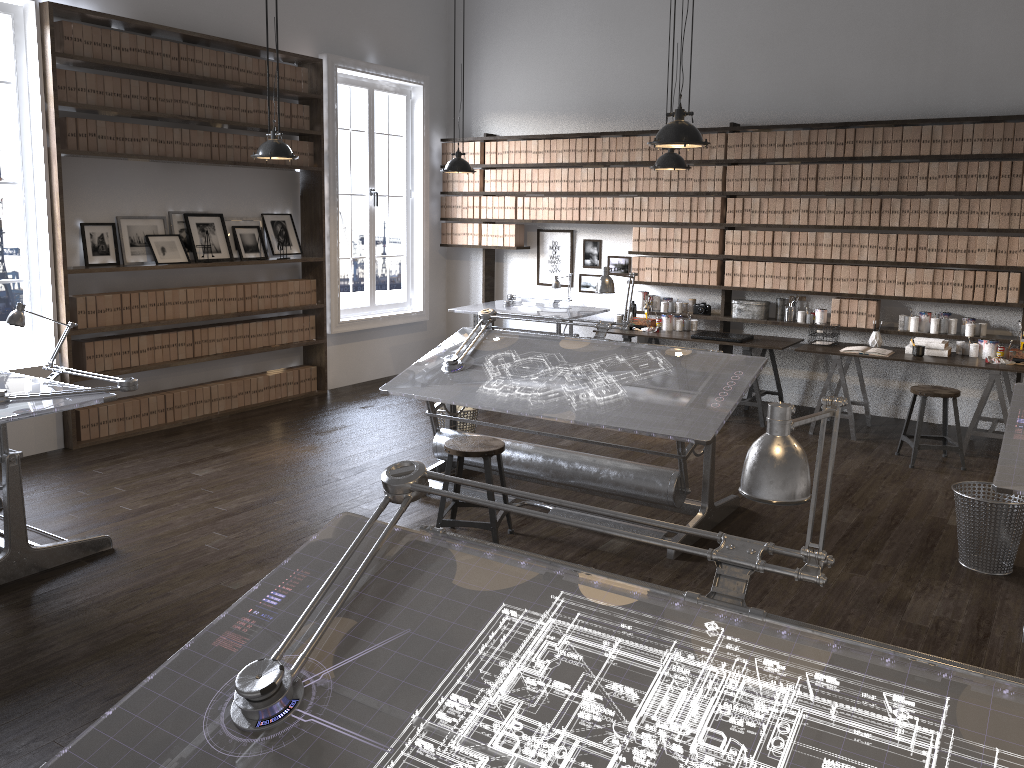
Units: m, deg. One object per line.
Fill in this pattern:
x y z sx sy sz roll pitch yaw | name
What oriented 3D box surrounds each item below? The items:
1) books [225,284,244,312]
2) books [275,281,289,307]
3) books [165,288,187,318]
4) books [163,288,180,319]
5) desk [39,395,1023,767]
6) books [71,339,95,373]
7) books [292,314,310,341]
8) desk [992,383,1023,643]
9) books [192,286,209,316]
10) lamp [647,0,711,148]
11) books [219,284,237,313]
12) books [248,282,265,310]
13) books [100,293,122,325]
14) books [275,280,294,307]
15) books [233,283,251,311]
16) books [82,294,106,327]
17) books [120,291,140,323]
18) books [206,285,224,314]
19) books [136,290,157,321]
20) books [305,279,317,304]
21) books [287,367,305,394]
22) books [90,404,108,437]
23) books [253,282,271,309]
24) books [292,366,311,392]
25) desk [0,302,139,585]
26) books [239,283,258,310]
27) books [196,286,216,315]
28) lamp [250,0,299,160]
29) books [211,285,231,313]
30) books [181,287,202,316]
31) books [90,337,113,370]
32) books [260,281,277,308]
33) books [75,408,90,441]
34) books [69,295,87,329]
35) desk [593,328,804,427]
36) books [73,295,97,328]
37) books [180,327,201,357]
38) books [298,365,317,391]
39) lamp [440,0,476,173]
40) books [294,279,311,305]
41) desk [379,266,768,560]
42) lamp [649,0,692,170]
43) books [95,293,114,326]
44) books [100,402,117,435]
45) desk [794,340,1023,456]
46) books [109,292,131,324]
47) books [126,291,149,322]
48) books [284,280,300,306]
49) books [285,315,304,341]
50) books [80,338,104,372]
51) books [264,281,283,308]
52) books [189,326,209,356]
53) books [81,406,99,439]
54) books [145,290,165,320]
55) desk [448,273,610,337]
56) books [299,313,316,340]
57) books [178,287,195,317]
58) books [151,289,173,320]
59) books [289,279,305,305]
-2.334 -0.722 7.427 0.175 0.224 0.067 7 10 32 | books
-2.063 -0.797 7.839 0.175 0.224 0.067 7 10 33 | books
-2.640 -0.635 6.955 0.175 0.224 0.067 7 10 32 | books
-2.675 -0.626 6.903 0.175 0.224 0.067 7 10 32 | books
0.247 0.715 1.482 2.074 1.376 1.082 7 11 32 | desk
-3.072 -0.198 6.340 0.175 0.224 0.067 7 10 33 | books
-1.936 -0.518 8.088 0.175 0.224 0.067 7 10 32 | books
3.082 0.381 3.429 2.074 1.376 1.082 7 11 32 | desk
-2.527 -0.668 7.133 0.175 0.224 0.067 7 10 32 | books
0.837 -2.280 4.213 0.313 2.236 0.312 -5 10 -36 | lamp
-2.374 -0.710 7.363 0.175 0.224 0.067 7 10 33 | books
-2.211 -0.755 7.608 0.175 0.224 0.067 7 10 32 | books
-2.947 -0.550 6.491 0.175 0.224 0.067 7 10 33 | books
-2.027 -0.807 7.891 0.175 0.224 0.067 7 10 33 | books
-2.289 -0.733 7.486 0.175 0.224 0.067 7 10 33 | books
-3.011 -0.530 6.380 0.175 0.224 0.067 7 10 33 | books
-2.865 -0.573 6.615 0.175 0.224 0.067 7 10 33 | books
-2.444 -0.689 7.248 0.175 0.224 0.067 7 10 33 | books
-2.788 -0.595 6.733 0.175 0.224 0.067 7 10 32 | books
-1.877 -0.848 8.115 0.175 0.224 0.067 7 10 33 | books
-1.976 -0.033 8.095 0.175 0.224 0.067 7 10 33 | books
-3.037 0.264 6.474 0.175 0.224 0.067 7 10 33 | books
-2.176 -0.766 7.669 0.175 0.224 0.067 7 10 33 | books
-1.940 -0.045 8.160 0.175 0.224 0.067 7 10 32 | books
-2.600 0.221 4.338 1.272 1.180 1.177 7 11 32 | desk
-2.253 -0.745 7.551 0.175 0.224 0.067 7 10 32 | books
-2.486 -0.678 7.189 0.175 0.224 0.067 7 10 33 | books
-1.566 -2.612 5.751 0.311 2.236 0.315 3 8 12 | lamp
-2.404 -0.700 7.308 0.175 0.224 0.067 7 10 32 | books
-2.564 -0.657 7.074 0.175 0.224 0.067 7 10 32 | books
-2.996 -0.220 6.462 0.175 0.224 0.067 7 10 32 | books
-2.137 -0.777 7.728 0.175 0.224 0.067 7 10 33 | books
-3.118 0.284 6.361 0.175 0.224 0.067 7 10 32 | books
-3.093 -0.508 6.262 0.175 0.224 0.067 7 10 32 | books
1.589 -0.099 7.706 1.673 0.664 0.659 8 12 32 | desk
-3.050 -0.519 6.320 0.175 0.224 0.067 7 10 32 | books
-2.577 -0.337 7.099 0.175 0.224 0.067 7 10 33 | books
-1.897 -0.056 8.222 0.175 0.224 0.067 7 10 33 | books
-0.445 -2.925 7.458 0.311 2.236 0.315 3 8 12 | lamp
-1.918 -0.839 8.065 0.175 0.224 0.067 7 10 33 | books
0.269 -0.008 5.229 2.286 1.376 1.082 7 11 32 | desk
1.191 -2.700 6.415 0.311 2.236 0.315 3 8 12 | lamp
-2.980 -0.540 6.435 0.175 0.224 0.067 7 10 32 | books
-2.999 0.253 6.535 0.175 0.224 0.067 7 10 32 | books
3.069 0.106 6.758 1.673 0.664 0.659 8 12 32 | desk
-2.902 -0.561 6.550 0.175 0.224 0.067 7 10 32 | books
-2.823 -0.583 6.672 0.175 0.224 0.067 7 10 33 | books
-1.990 -0.817 7.945 0.175 0.224 0.067 7 10 32 | books
-1.975 -0.507 8.029 0.175 0.224 0.067 7 10 32 | books
-3.032 -0.209 6.400 0.175 0.224 0.067 7 10 32 | books
-2.095 -0.786 7.781 0.175 0.224 0.067 7 10 32 | books
-2.541 -0.349 7.164 0.175 0.224 0.067 7 10 32 | books
-3.078 0.274 6.418 0.175 0.224 0.067 7 10 32 | books
-2.749 -0.605 6.792 0.175 0.224 0.067 7 10 32 | books
0.204 -0.499 8.528 1.272 1.090 1.077 7 11 32 | desk
-1.894 -0.528 8.144 0.175 0.224 0.067 7 10 33 | books
-2.599 -0.646 7.014 0.175 0.224 0.067 7 10 33 | books
-2.708 -0.615 6.845 0.175 0.224 0.067 7 10 33 | books
-1.955 -0.828 8.005 0.175 0.224 0.067 7 10 33 | books
